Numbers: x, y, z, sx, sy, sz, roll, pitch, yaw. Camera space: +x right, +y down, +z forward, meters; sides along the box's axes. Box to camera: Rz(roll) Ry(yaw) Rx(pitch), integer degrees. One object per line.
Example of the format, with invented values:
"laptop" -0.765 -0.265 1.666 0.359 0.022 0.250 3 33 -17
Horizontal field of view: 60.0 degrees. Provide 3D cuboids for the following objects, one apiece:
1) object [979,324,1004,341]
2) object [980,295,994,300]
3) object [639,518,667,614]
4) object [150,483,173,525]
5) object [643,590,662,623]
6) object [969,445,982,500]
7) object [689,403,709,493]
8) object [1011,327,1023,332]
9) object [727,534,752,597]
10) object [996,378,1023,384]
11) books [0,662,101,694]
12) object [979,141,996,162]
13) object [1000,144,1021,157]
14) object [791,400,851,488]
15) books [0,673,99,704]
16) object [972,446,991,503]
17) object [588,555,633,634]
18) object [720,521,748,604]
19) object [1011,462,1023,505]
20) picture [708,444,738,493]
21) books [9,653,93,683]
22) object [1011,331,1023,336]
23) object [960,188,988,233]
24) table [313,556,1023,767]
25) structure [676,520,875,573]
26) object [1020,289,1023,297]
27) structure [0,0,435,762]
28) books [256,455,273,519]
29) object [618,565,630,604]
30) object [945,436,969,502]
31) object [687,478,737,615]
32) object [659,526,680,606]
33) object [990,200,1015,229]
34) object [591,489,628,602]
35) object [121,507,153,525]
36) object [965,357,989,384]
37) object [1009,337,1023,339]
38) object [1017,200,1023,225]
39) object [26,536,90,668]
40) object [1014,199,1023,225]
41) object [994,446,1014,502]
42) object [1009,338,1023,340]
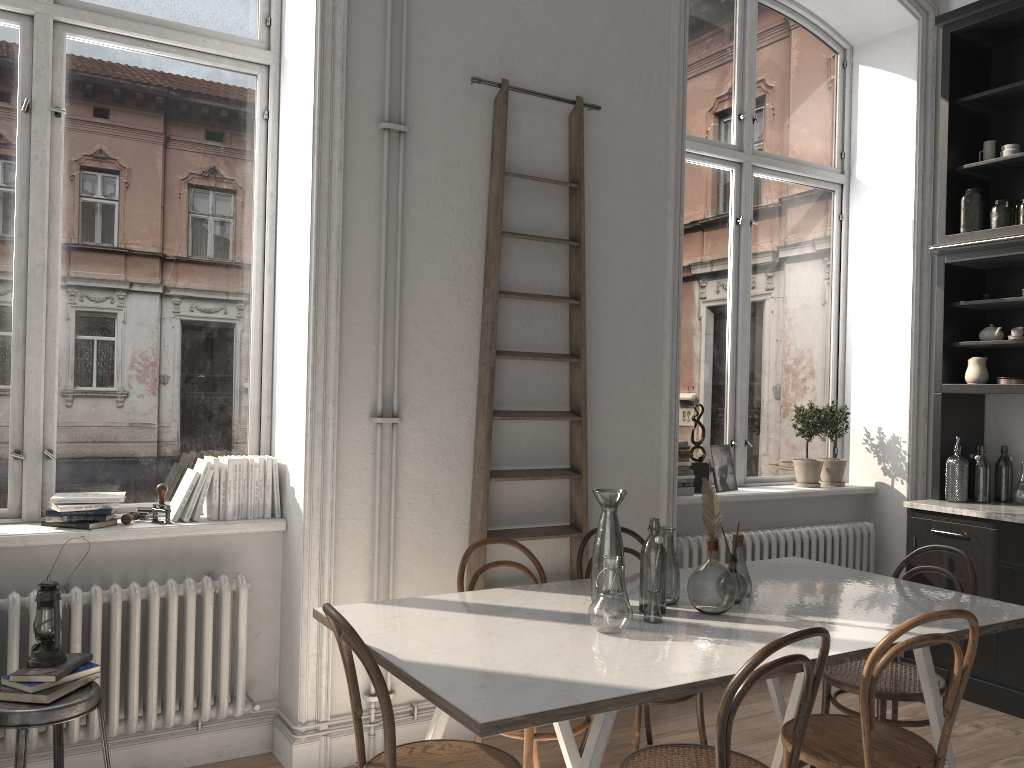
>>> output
"object" 2.581 -0.271 4.777 0.125 0.100 0.140 1 0 41
"object" 2.595 -0.461 4.846 0.071 0.047 0.071 1 0 7
"object" 0.457 0.584 2.862 0.086 0.301 0.086 1 0 45
"object" -1.339 0.456 3.390 0.088 0.153 0.048 1 0 29
"object" 0.436 0.686 2.739 0.058 0.094 0.058 1 0 -3
"object" 2.552 0.483 4.856 0.086 0.301 0.086 1 0 -16
"object" 1.019 0.350 4.863 0.122 0.488 0.102 1 0 -6
"object" 2.638 -0.276 4.627 0.055 0.047 0.058 1 0 -16
"object" 0.800 0.640 3.144 0.101 0.212 0.101 1 0 9
"object" 2.626 -0.013 4.642 0.180 0.037 0.180 1 -1 44
"books" -1.434 0.905 2.761 0.162 0.029 0.232 1 -1 30
"object" 2.578 -1.239 4.801 0.059 0.135 0.082 1 0 -3
"object" 2.653 -1.219 4.721 0.096 0.095 0.096 1 0 3
"object" 1.863 0.357 5.370 0.500 0.524 0.234 2 0 -42
"books" -1.443 0.930 2.753 0.194 0.034 0.246 1 -1 9
"object" 2.510 0.482 4.739 0.086 0.301 0.086 1 0 45
"object" 0.292 0.619 2.615 0.132 0.219 0.132 2 0 -41
"object" 0.754 0.602 3.028 0.107 0.283 0.106 1 0 -36
"object" 2.707 0.524 4.678 0.132 0.219 0.120 1 0 -31
"picture" 1.156 0.473 4.995 0.149 0.264 0.221 1 0 43
"books" -1.432 0.882 2.763 0.147 0.027 0.221 1 -1 1
"object" 2.637 -0.256 4.627 0.055 0.033 0.058 1 0 34
"object" 2.468 -0.917 4.737 0.118 0.238 0.118 1 0 45
"table" 0.586 1.128 2.896 2.200 0.780 1.100 2 0 -31
"structure" 1.450 1.077 4.942 1.577 0.552 0.194 2 0 -31
"object" 2.655 -0.462 4.563 0.071 0.047 0.071 1 0 7
"structure" -0.052 -0.724 3.934 5.182 4.474 0.340 2 0 -31
"books" -1.025 0.421 3.654 0.024 0.243 0.175 1 0 -31
"object" 0.336 0.653 2.790 0.083 0.158 0.083 1 0 -35
"object" 2.376 0.452 4.734 0.109 0.349 0.109 1 0 40
"object" 0.651 0.517 2.874 0.157 0.446 0.157 1 0 -13
"object" 0.517 0.610 2.982 0.100 0.255 0.098 1 0 36
"object" 2.557 -0.875 4.625 0.114 0.155 0.114 2 0 -27
"object" 0.316 0.540 2.908 0.116 0.383 0.116 1 0 -20
"object" -1.442 0.506 3.394 0.088 0.048 0.153 1 0 9
"object" 2.487 -0.070 4.741 0.115 0.144 0.127 1 0 38
"object" 2.638 -0.235 4.627 0.085 0.015 0.085 2 -1 -17
"object" 2.656 -0.870 4.565 0.096 0.150 0.096 2 0 -42
"object" -1.433 0.679 2.793 0.154 0.383 0.163 1 0 33
"object" 2.710 -0.880 4.702 0.092 0.184 0.092 1 0 25
"object" 2.661 0.485 4.798 0.086 0.301 0.086 1 0 15
"object" 2.638 -0.229 4.627 0.085 0.015 0.085 2 -1 -17
